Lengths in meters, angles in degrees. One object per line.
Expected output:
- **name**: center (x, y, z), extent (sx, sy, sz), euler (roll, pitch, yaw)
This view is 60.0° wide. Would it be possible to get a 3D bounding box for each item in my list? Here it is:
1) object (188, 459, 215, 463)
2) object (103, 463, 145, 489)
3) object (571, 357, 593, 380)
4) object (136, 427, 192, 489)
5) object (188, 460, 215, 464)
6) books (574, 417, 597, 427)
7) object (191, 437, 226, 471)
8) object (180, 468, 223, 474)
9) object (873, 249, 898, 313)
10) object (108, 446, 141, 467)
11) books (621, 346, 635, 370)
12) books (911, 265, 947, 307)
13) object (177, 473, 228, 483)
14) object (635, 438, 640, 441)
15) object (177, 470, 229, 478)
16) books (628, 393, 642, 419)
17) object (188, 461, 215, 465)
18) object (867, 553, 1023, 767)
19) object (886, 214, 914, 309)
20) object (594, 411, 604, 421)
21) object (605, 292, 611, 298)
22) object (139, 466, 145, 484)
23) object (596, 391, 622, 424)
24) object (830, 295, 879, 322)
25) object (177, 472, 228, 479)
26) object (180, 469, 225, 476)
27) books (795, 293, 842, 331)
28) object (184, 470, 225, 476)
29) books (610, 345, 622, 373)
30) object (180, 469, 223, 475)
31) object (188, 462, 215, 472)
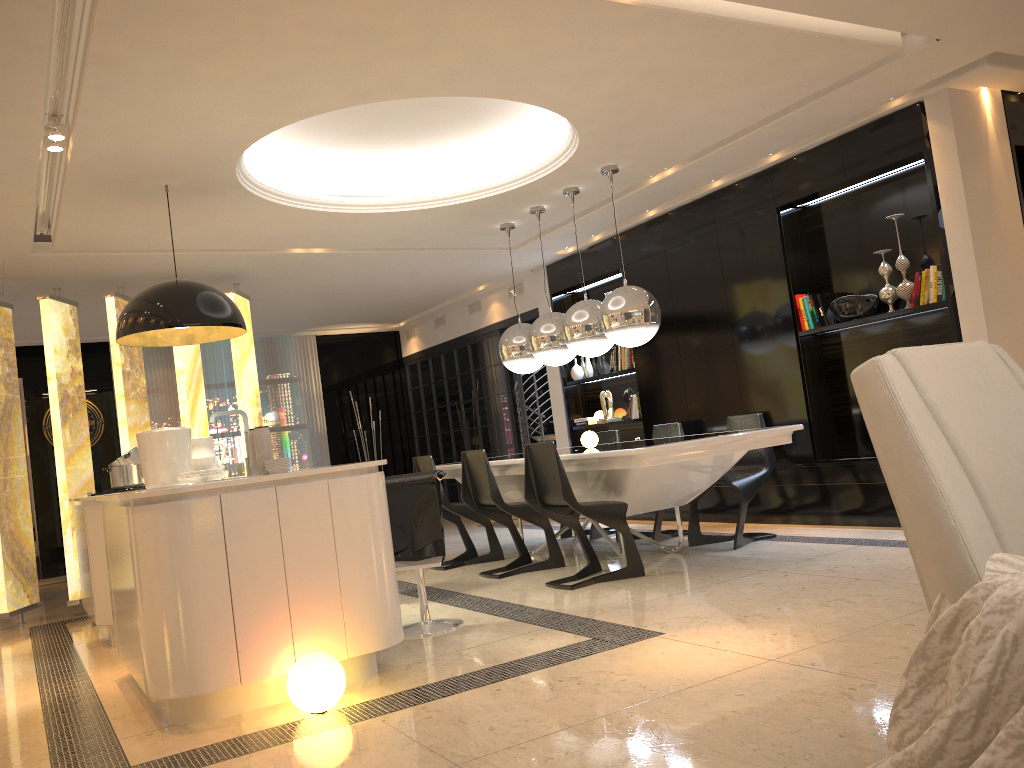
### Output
- **object**: center (-1.655, 0.433, 4.733), extent (0.138, 0.051, 0.138), euler (-9, -4, 18)
- **object**: center (-2.550, 0.615, 5.923), extent (0.266, 0.147, 0.253), euler (-8, -4, 13)
- **object**: center (0.682, -0.236, 8.968), extent (0.210, 0.395, 0.180), euler (-6, -4, -27)
- **object**: center (-1.921, 0.406, 4.930), extent (0.288, 0.330, 0.288), euler (-7, -4, -13)
- **object**: center (-1.654, 0.439, 4.733), extent (0.138, 0.051, 0.138), euler (-9, -4, 18)
- **books**: center (0.786, 0.375, 8.948), extent (0.209, 0.073, 0.266), euler (-6, -4, -27)
- **object**: center (-1.802, 0.443, 5.184), extent (0.183, 0.254, 0.211), euler (-9, -4, 22)
- **object**: center (-1.650, 0.470, 4.730), extent (0.229, 0.016, 0.229), euler (-7, -3, 0)
- **object**: center (2.481, -0.672, 5.863), extent (0.121, 0.416, 0.121), euler (-5, -4, -35)
- **object**: center (-2.566, 0.530, 5.921), extent (0.249, 0.212, 0.256), euler (-8, -3, 5)
- **books**: center (1.150, -0.275, 8.234), extent (0.212, 0.261, 0.252), euler (-5, -4, -30)
- **books**: center (2.654, -0.620, 5.556), extent (0.189, 0.238, 0.290), euler (-5, -4, -31)
- **object**: center (-1.645, 0.507, 4.729), extent (0.264, 0.033, 0.264), euler (-9, -4, 29)
- **object**: center (1.234, 0.651, 8.275), extent (0.092, 0.310, 0.193), euler (-7, -3, -6)
- **object**: center (-1.647, 0.495, 4.729), extent (0.264, 0.033, 0.264), euler (-9, -4, 29)
- **books**: center (1.204, 0.197, 8.214), extent (0.182, 0.232, 0.284), euler (-6, -4, -27)
- **object**: center (-1.654, 0.445, 4.732), extent (0.138, 0.051, 0.138), euler (-9, -4, 18)
- **object**: center (1.076, 0.562, 1.420), extent (1.347, 0.580, 0.972), euler (-8, -3, 7)
- **object**: center (2.519, -0.784, 5.725), extent (0.121, 0.612, 0.121), euler (-5, -4, -35)
- **object**: center (0.871, 0.326, 8.757), extent (0.125, 0.125, 0.125), euler (-8, -3, 9)
- **object**: center (0.966, -0.730, 8.539), extent (0.111, 0.301, 0.111), euler (-5, -4, -34)
- **object**: center (-2.071, 0.520, 5.202), extent (0.211, 0.174, 0.211), euler (-9, -4, 17)
- **object**: center (0.925, 0.220, 8.608), extent (0.177, 0.311, 0.177), euler (-5, -4, -30)
- **object**: center (2.345, -0.514, 6.072), extent (0.193, 0.177, 0.375), euler (-6, -4, -29)
- **object**: center (-1.646, 0.501, 4.729), extent (0.264, 0.033, 0.264), euler (-9, -4, 29)
- **object**: center (-1.649, 0.479, 4.730), extent (0.229, 0.016, 0.229), euler (-7, -3, 0)
- **books**: center (2.201, -0.528, 6.352), extent (0.210, 0.270, 0.236), euler (-5, -4, -30)
- **object**: center (-1.649, 0.484, 4.729), extent (0.229, 0.016, 0.229), euler (-7, -3, 0)
- **books**: center (1.048, -0.248, 8.414), extent (0.207, 0.256, 0.245), euler (-5, -4, -31)
- **object**: center (-1.650, 0.475, 4.730), extent (0.229, 0.016, 0.229), euler (-7, -3, 0)
- **object**: center (-1.653, 0.450, 4.732), extent (0.138, 0.051, 0.138), euler (-9, -4, 18)
